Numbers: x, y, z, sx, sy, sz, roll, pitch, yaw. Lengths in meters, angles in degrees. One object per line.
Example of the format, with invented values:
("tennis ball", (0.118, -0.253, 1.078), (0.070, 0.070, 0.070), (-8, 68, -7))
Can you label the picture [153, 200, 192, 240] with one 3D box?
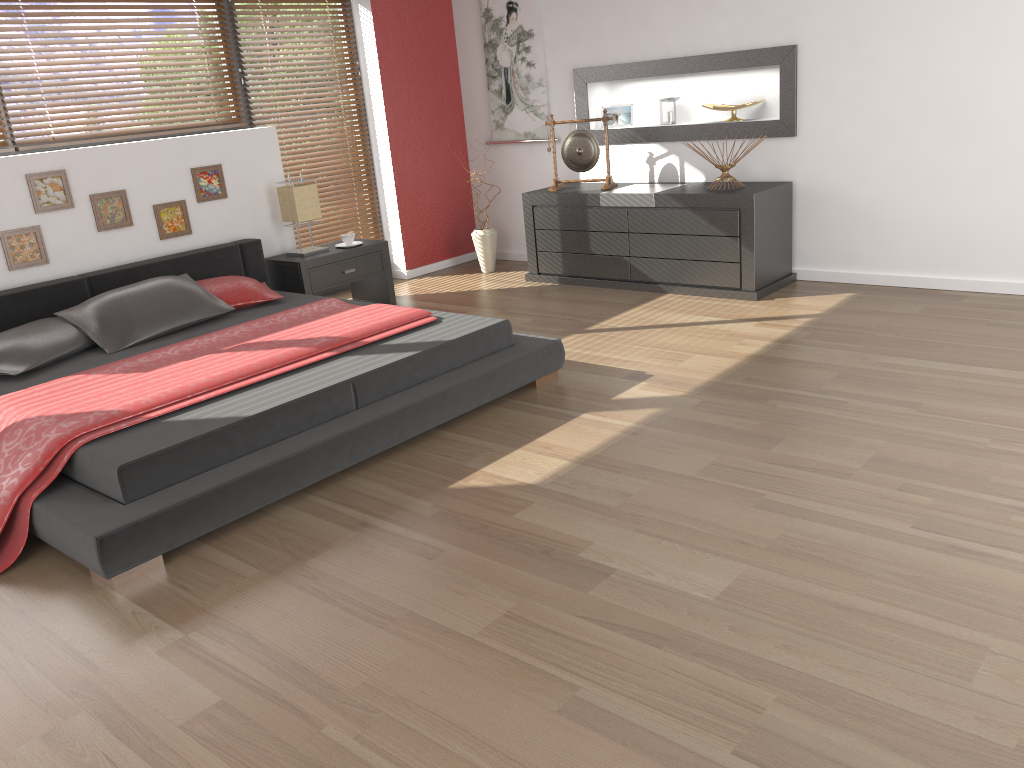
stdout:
("picture", (-1.959, -0.949, 5.124), (0.010, 0.200, 0.200), (11, 24, 40))

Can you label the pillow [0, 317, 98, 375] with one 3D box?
("pillow", (-2.198, -0.188, 4.108), (0.418, 0.172, 0.745), (0, 19, 17))

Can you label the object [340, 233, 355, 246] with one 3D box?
("object", (-1.056, -0.930, 5.719), (0.099, 0.069, 0.099), (-13, 20, -21))

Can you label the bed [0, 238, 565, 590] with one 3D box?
("bed", (-1.482, -0.105, 3.930), (2.413, 0.577, 2.469), (11, 24, 40))

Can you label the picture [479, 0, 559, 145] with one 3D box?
("picture", (0.009, -2.386, 6.384), (0.701, 1.270, 0.028), (11, 24, 40))

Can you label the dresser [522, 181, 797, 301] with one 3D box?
("dresser", (0.896, -0.965, 5.744), (1.740, 0.608, 0.540), (11, 24, 40))

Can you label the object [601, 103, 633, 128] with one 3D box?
("object", (0.725, -1.852, 6.125), (0.226, 0.146, 0.041), (2, 20, 21))

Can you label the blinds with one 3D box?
("blinds", (-2.622, -1.096, 4.760), (0.032, 1.952, 4.840), (11, 24, 40))

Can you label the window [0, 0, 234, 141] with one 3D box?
("window", (-2.726, -1.653, 4.623), (0.020, 0.786, 2.817), (11, 24, 40))

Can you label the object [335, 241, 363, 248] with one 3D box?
("object", (-1.053, -0.899, 5.729), (0.179, 0.012, 0.179), (-13, 20, -21))

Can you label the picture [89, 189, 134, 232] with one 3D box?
("picture", (-2.190, -0.949, 4.853), (0.010, 0.200, 0.200), (11, 24, 40))

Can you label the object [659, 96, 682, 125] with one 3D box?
("object", (1.051, -1.812, 5.886), (0.159, 0.171, 0.159), (-5, 18, 1))

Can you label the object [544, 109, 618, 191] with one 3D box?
("object", (0.453, -1.547, 5.875), (0.490, 0.498, 0.173), (4, 21, 26))

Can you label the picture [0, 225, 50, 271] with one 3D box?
("picture", (-2.499, -0.697, 4.547), (0.010, 0.200, 0.200), (11, 24, 40))

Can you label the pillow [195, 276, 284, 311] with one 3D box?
("pillow", (-1.644, -0.467, 4.779), (0.745, 0.172, 0.418), (-15, 21, -27))

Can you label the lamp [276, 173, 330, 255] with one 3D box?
("lamp", (-1.316, -1.066, 5.533), (0.200, 0.480, 0.200), (11, 24, 40))

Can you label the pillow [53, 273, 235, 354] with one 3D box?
("pillow", (-1.804, -0.378, 4.394), (0.386, 0.241, 0.744), (8, 23, 36))

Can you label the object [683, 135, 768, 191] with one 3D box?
("object", (1.260, -1.303, 5.244), (0.481, 0.282, 0.481), (-3, 19, 8))

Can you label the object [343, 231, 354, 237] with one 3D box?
("object", (-1.049, -0.962, 5.694), (0.007, 0.007, 0.192), (-2, 19, 11))

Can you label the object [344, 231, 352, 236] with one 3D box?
("object", (-1.061, -0.968, 5.713), (0.007, 0.007, 0.192), (-3, 19, 7))

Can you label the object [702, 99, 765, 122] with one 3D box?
("object", (1.395, -1.714, 5.582), (0.350, 0.116, 0.181), (6, 22, 31))

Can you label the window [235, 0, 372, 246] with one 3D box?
("window", (-1.405, -1.721, 6.155), (0.020, 1.893, 0.889), (11, 24, 40))

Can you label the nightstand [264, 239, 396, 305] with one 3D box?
("nightstand", (-1.165, -0.660, 5.736), (0.413, 0.423, 0.700), (11, 24, 40))

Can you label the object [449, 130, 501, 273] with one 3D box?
("object", (-0.266, -1.315, 6.459), (0.364, 1.035, 0.422), (0, 19, 17))

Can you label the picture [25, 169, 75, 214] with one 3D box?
("picture", (-2.395, -1.000, 4.603), (0.010, 0.200, 0.200), (11, 24, 40))

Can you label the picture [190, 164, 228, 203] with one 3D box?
("picture", (-1.796, -1.190, 5.263), (0.010, 0.200, 0.200), (11, 24, 40))
